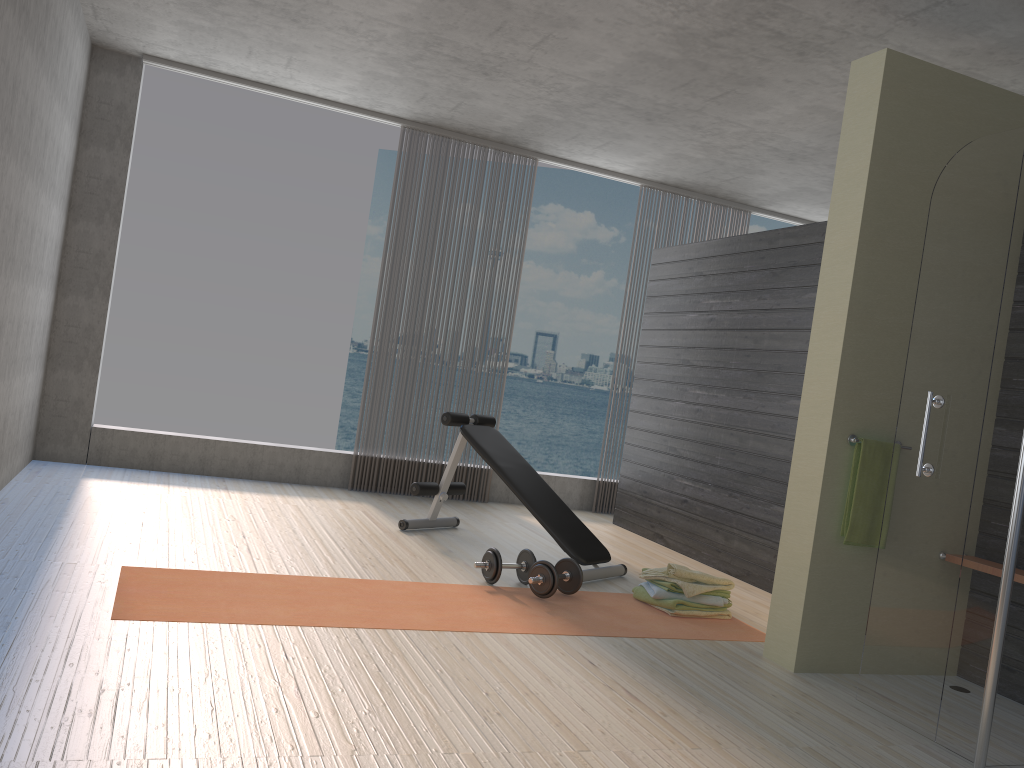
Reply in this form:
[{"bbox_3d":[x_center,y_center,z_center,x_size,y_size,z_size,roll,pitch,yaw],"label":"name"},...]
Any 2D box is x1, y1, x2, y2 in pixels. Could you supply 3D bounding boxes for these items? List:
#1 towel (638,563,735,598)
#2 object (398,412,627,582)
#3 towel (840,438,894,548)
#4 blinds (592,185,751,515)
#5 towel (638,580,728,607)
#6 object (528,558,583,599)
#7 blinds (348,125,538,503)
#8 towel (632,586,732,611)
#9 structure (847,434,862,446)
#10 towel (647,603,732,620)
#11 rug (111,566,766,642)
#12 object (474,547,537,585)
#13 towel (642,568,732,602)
[{"bbox_3d":[0.861,0.943,4.373,0.384,0.123,0.373,8,0,-38],"label":"towel"},{"bbox_3d":[0.027,0.601,5.115,1.312,0.746,0.505,9,0,38],"label":"object"},{"bbox_3d":[1.449,0.441,3.567,0.214,0.433,0.070,8,0,-26],"label":"towel"},{"bbox_3d":[1.372,-0.223,7.528,1.133,2.744,0.069,8,0,-21],"label":"blinds"},{"bbox_3d":[0.842,1.032,4.381,0.383,0.078,0.383,8,0,-4],"label":"towel"},{"bbox_3d":[0.207,0.917,4.199,0.176,0.176,0.385,9,0,40],"label":"object"},{"bbox_3d":[-0.503,-0.495,6.788,1.133,2.744,0.069,8,0,-21],"label":"blinds"},{"bbox_3d":[0.830,1.056,4.358,0.380,0.081,0.367,8,0,-24],"label":"towel"},{"bbox_3d":[1.491,0.243,3.593,0.298,0.046,0.052,8,0,-21],"label":"structure"},{"bbox_3d":[0.847,1.082,4.358,0.376,0.044,0.371,8,0,-23],"label":"towel"},{"bbox_3d":[-0.194,0.955,3.813,2.779,0.002,0.716,8,0,-21],"label":"rug"},{"bbox_3d":[-0.013,0.893,4.348,0.385,0.176,0.176,8,0,-30],"label":"object"},{"bbox_3d":[0.866,0.999,4.398,0.376,0.085,0.371,8,0,-16],"label":"towel"}]
